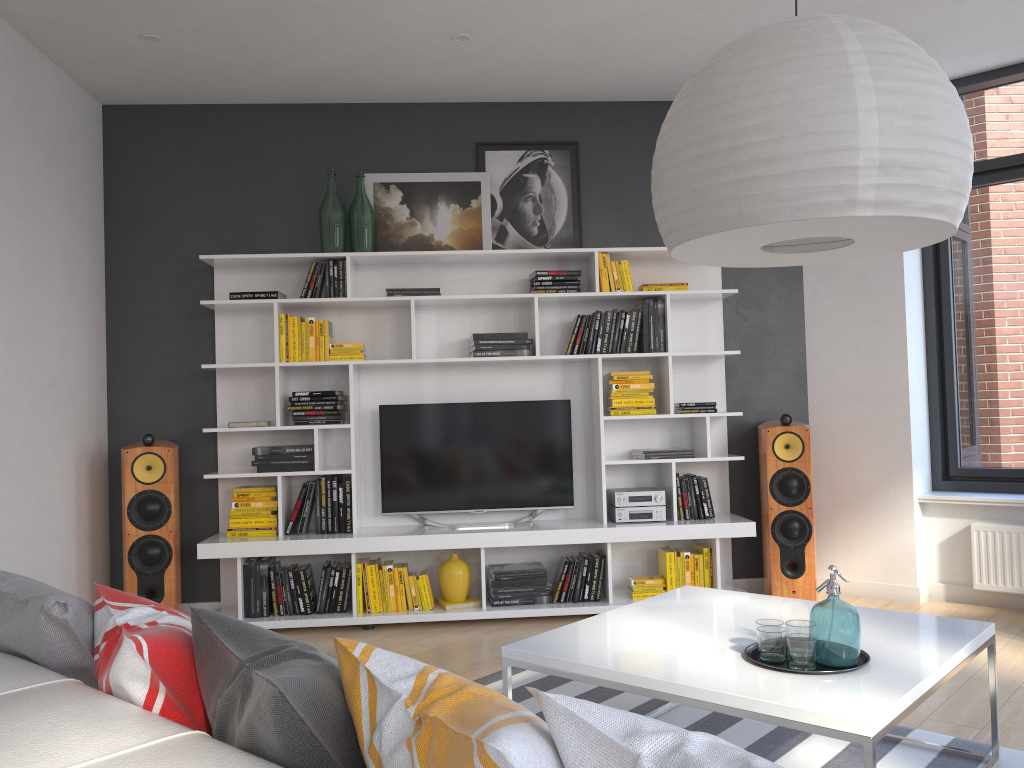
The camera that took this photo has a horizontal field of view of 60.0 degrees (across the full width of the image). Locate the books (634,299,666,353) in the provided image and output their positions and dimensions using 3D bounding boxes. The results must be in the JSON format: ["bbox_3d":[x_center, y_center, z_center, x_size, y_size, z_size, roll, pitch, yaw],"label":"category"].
[{"bbox_3d":[0.802,-0.326,5.174,0.128,0.321,0.259,-2,-2,-4],"label":"books"}]

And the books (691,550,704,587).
[{"bbox_3d":[1.053,1.073,5.038,0.024,0.234,0.172,-2,-2,-4],"label":"books"}]

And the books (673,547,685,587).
[{"bbox_3d":[0.946,1.067,5.031,0.019,0.251,0.180,-2,-2,-4],"label":"books"}]

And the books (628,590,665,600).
[{"bbox_3d":[0.761,1.182,5.007,0.190,0.033,0.147,-2,-2,-4],"label":"books"}]

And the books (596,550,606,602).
[{"bbox_3d":[0.485,1.078,5.002,0.066,0.260,0.197,-2,-2,-4],"label":"books"}]

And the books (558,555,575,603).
[{"bbox_3d":[0.299,1.097,4.990,0.096,0.234,0.187,-2,-2,-4],"label":"books"}]

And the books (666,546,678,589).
[{"bbox_3d":[0.907,1.064,5.031,0.015,0.263,0.199,-2,-2,-4],"label":"books"}]

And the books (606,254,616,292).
[{"bbox_3d":[0.553,-0.628,5.122,0.054,0.224,0.164,-2,-2,-5],"label":"books"}]

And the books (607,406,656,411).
[{"bbox_3d":[0.688,0.141,5.147,0.257,0.024,0.203,-2,-2,-1],"label":"books"}]

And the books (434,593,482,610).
[{"bbox_3d":[-0.306,1.214,4.955,0.204,0.029,0.270,-1,-2,-19],"label":"books"}]

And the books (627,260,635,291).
[{"bbox_3d":[0.671,-0.612,5.112,0.044,0.184,0.142,-2,-2,-3],"label":"books"}]

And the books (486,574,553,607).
[{"bbox_3d":[0.038,1.151,4.996,0.343,0.137,0.277,-1,-2,-9],"label":"books"}]

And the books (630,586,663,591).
[{"bbox_3d":[0.756,1.145,4.992,0.169,0.018,0.113,-2,-2,-3],"label":"books"}]

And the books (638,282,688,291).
[{"bbox_3d":[0.876,-0.563,5.165,0.257,0.024,0.203,-2,-2,-1],"label":"books"}]

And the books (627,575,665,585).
[{"bbox_3d":[0.756,1.110,5.021,0.186,0.026,0.138,-2,-2,-4],"label":"books"}]

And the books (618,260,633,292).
[{"bbox_3d":[0.648,-0.611,5.102,0.064,0.184,0.141,-2,-2,-3],"label":"books"}]

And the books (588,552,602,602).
[{"bbox_3d":[0.452,1.083,4.999,0.084,0.249,0.191,-2,-2,-4],"label":"books"}]

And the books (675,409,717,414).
[{"bbox_3d":[1.060,0.157,5.120,0.213,0.023,0.161,-2,-2,0],"label":"books"}]

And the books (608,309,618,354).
[{"bbox_3d":[0.566,-0.294,5.132,0.066,0.260,0.197,-2,-2,-4],"label":"books"}]

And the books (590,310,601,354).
[{"bbox_3d":[0.468,-0.289,5.126,0.075,0.254,0.192,-2,-2,-5],"label":"books"}]

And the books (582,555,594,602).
[{"bbox_3d":[0.415,1.089,4.992,0.068,0.243,0.179,-2,-2,-5],"label":"books"}]

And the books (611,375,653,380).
[{"bbox_3d":[0.695,-0.035,5.165,0.223,0.023,0.163,-2,-2,0],"label":"books"}]

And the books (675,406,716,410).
[{"bbox_3d":[1.058,0.139,5.123,0.198,0.015,0.142,-2,-2,-5],"label":"books"}]

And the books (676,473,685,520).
[{"bbox_3d":[0.943,0.643,5.124,0.053,0.268,0.202,-2,-2,-4],"label":"books"}]

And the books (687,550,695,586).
[{"bbox_3d":[1.003,1.072,5.034,0.023,0.239,0.169,-2,-2,-4],"label":"books"}]

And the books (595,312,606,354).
[{"bbox_3d":[0.495,-0.283,5.121,0.068,0.243,0.179,-2,-2,-5],"label":"books"}]

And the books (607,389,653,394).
[{"bbox_3d":[0.685,0.043,5.166,0.239,0.019,0.171,-2,-2,-4],"label":"books"}]

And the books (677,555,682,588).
[{"bbox_3d":[0.927,1.080,5.011,0.024,0.229,0.156,-2,-2,-4],"label":"books"}]

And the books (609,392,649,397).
[{"bbox_3d":[0.675,0.062,5.147,0.217,0.023,0.145,-2,-2,0],"label":"books"}]

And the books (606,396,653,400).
[{"bbox_3d":[0.683,0.080,5.167,0.251,0.014,0.189,-2,-2,-1],"label":"books"}]

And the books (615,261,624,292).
[{"bbox_3d":[0.607,-0.607,5.096,0.044,0.178,0.128,-2,-2,-4],"label":"books"}]

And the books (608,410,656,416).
[{"bbox_3d":[0.692,0.166,5.138,0.257,0.028,0.194,-2,-2,1],"label":"books"}]

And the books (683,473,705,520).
[{"bbox_3d":[1.050,0.647,5.124,0.066,0.255,0.193,-2,-2,-4],"label":"books"}]

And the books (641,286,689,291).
[{"bbox_3d":[0.881,-0.538,5.156,0.257,0.028,0.194,-2,-2,1],"label":"books"}]

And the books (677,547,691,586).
[{"bbox_3d":[0.973,1.067,5.031,0.035,0.250,0.185,-2,-2,-4],"label":"books"}]

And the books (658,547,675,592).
[{"bbox_3d":[0.876,1.067,5.027,0.044,0.255,0.198,-2,-2,-4],"label":"books"}]

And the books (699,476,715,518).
[{"bbox_3d":[1.112,0.656,5.152,0.077,0.233,0.179,-2,-2,-4],"label":"books"}]

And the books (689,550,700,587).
[{"bbox_3d":[1.027,1.073,5.032,0.024,0.234,0.172,-2,-2,-4],"label":"books"}]

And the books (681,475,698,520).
[{"bbox_3d":[1.022,0.653,5.110,0.050,0.242,0.169,-2,-2,-4],"label":"books"}]

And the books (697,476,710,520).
[{"bbox_3d":[1.081,0.652,5.118,0.066,0.242,0.177,-2,-2,-4],"label":"books"}]

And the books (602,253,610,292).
[{"bbox_3d":[0.523,-0.627,5.112,0.041,0.224,0.163,-2,-2,-6],"label":"books"}]

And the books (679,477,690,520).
[{"bbox_3d":[0.975,0.658,5.121,0.053,0.240,0.189,-2,-2,-4],"label":"books"}]

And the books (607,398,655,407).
[{"bbox_3d":[0.688,0.108,5.153,0.243,0.042,0.189,-2,-2,-4],"label":"books"}]

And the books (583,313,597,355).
[{"bbox_3d":[0.447,-0.281,5.098,0.069,0.242,0.172,-2,-2,-3],"label":"books"}]

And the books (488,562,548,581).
[{"bbox_3d":[0.028,1.059,5.020,0.310,0.047,0.250,-1,-2,-8],"label":"books"}]

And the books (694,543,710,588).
[{"bbox_3d":[1.081,1.055,5.046,0.029,0.270,0.204,-2,-2,-4],"label":"books"}]

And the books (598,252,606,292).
[{"bbox_3d":[0.502,-0.629,5.091,0.041,0.229,0.161,-2,-2,-5],"label":"books"}]

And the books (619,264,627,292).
[{"bbox_3d":[0.626,-0.598,5.085,0.046,0.161,0.108,-2,-2,-5],"label":"books"}]

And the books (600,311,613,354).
[{"bbox_3d":[0.532,-0.289,5.128,0.084,0.249,0.191,-2,-2,-4],"label":"books"}]

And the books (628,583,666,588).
[{"bbox_3d":[0.761,1.130,5.008,0.187,0.014,0.134,-2,-2,-4],"label":"books"}]

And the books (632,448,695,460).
[{"bbox_3d":[0.873,0.403,5.146,0.310,0.047,0.250,-1,-2,-8],"label":"books"}]

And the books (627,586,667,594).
[{"bbox_3d":[0.760,1.159,5.012,0.196,0.011,0.148,-2,-2,-4],"label":"books"}]

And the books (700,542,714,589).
[{"bbox_3d":[1.107,1.054,5.057,0.025,0.270,0.213,-2,-2,-4],"label":"books"}]

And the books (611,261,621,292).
[{"bbox_3d":[0.586,-0.607,5.102,0.054,0.180,0.132,-2,-2,-4],"label":"books"}]

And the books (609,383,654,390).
[{"bbox_3d":[0.695,0.016,5.165,0.239,0.033,0.176,-2,-2,-1],"label":"books"}]

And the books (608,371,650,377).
[{"bbox_3d":[0.683,-0.057,5.188,0.223,0.023,0.163,-2,-2,0],"label":"books"}]

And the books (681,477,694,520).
[{"bbox_3d":[1.000,0.657,5.116,0.049,0.236,0.170,-2,-2,-3],"label":"books"}]

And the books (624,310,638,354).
[{"bbox_3d":[0.675,-0.293,5.135,0.084,0.249,0.191,-2,-2,-4],"label":"books"}]

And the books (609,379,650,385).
[{"bbox_3d":[0.688,-0.011,5.168,0.227,0.022,0.160,-2,-2,12],"label":"books"}]

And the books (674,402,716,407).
[{"bbox_3d":[1.059,0.120,5.139,0.213,0.023,0.161,-2,-2,0],"label":"books"}]
